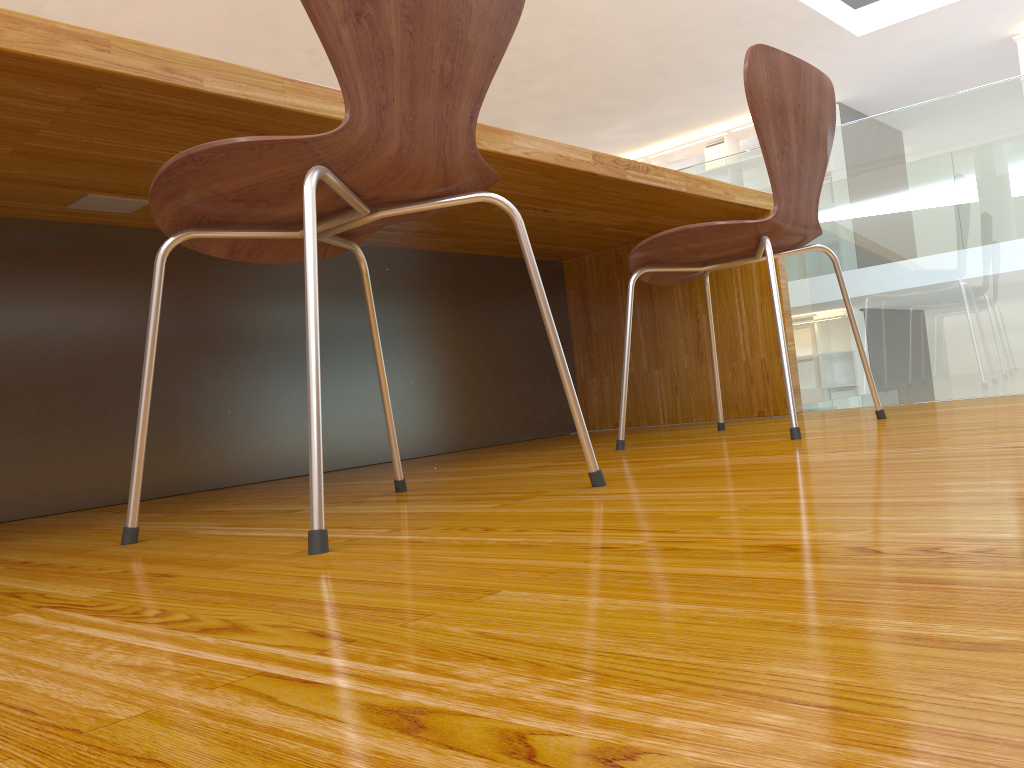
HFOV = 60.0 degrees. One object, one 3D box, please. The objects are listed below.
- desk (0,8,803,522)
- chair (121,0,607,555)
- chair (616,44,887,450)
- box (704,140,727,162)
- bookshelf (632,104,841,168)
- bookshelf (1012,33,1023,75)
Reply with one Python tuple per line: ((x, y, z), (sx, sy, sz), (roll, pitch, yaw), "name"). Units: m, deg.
((-0.865, 0.031, 1.727), (1.527, 0.785, 3.243), (-8, -2, 42), "desk")
((-0.201, -0.189, 1.043), (0.381, 0.693, 0.428), (-8, -2, 42), "chair")
((0.442, -0.241, 1.769), (0.381, 0.693, 0.428), (-8, -2, 42), "chair")
((2.214, -2.414, 9.460), (0.245, 0.296, 0.274), (-8, -2, 42), "box")
((2.061, -1.717, 9.557), (2.984, 1.836, 0.498), (-8, -2, 42), "bookshelf")
((5.744, -2.209, 6.261), (3.666, 1.836, 0.498), (-8, -2, 42), "bookshelf")
